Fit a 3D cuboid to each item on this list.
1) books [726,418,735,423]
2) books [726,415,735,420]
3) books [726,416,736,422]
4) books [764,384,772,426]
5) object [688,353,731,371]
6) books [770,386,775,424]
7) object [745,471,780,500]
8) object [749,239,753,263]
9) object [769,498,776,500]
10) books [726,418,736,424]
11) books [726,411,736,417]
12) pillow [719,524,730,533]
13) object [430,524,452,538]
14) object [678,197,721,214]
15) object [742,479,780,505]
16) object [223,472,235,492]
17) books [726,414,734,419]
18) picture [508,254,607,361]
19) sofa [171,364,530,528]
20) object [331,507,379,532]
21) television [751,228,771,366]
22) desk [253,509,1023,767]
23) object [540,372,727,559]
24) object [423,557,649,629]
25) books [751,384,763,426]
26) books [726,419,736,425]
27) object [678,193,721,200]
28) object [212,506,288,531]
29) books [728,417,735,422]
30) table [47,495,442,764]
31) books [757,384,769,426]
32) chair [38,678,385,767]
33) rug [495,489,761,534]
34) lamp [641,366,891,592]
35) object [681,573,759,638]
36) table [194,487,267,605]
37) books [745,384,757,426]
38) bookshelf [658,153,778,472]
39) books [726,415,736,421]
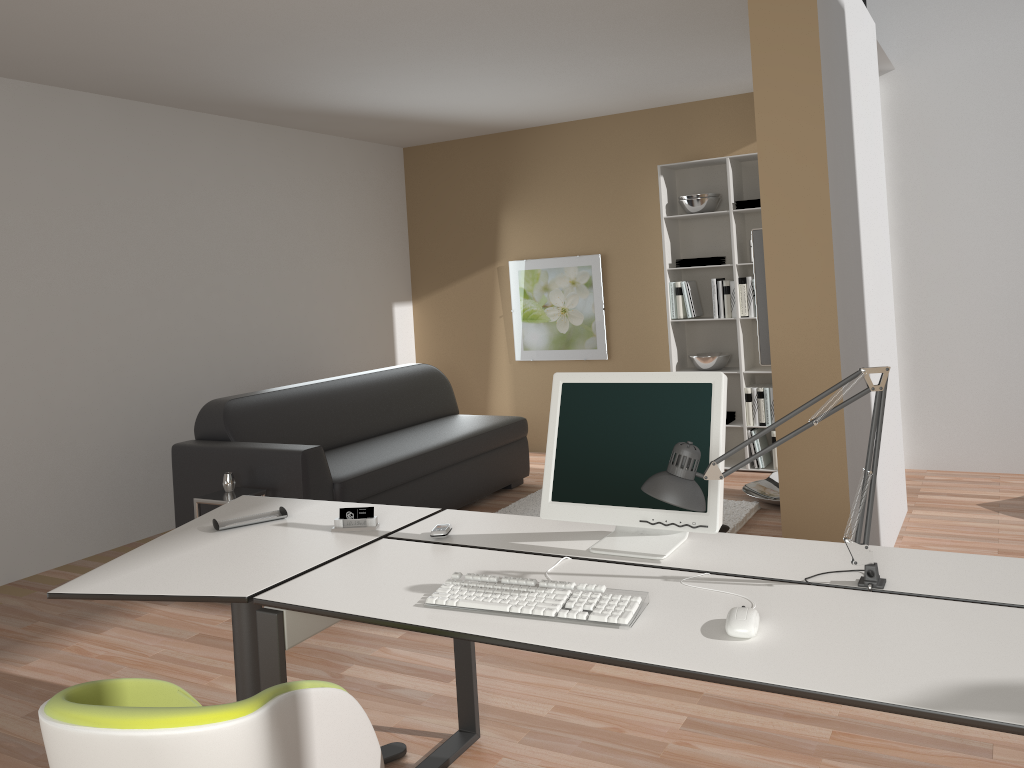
[{"bbox_3d":[1.407,0.254,6.231,0.296,0.006,0.212,0,7,29],"label":"books"},{"bbox_3d":[1.405,0.232,6.230,0.297,0.006,0.212,0,7,31],"label":"books"},{"bbox_3d":[1.408,0.243,6.230,0.296,0.006,0.212,0,7,29],"label":"books"},{"bbox_3d":[1.766,0.142,6.004,0.040,0.258,0.209,-4,2,30],"label":"books"},{"bbox_3d":[1.406,-0.155,6.244,0.299,0.106,0.300,-4,6,-5],"label":"object"},{"bbox_3d":[1.803,0.142,5.984,0.040,0.258,0.209,-4,2,30],"label":"books"},{"bbox_3d":[1.670,0.619,5.200,0.344,0.096,0.499,-7,7,-30],"label":"object"},{"bbox_3d":[1.671,-0.909,6.015,0.093,0.162,0.094,-2,2,44],"label":"object"},{"bbox_3d":[1.721,0.629,5.188,0.342,0.096,0.503,0,7,29],"label":"object"},{"bbox_3d":[1.408,0.260,6.231,0.296,0.006,0.212,0,7,29],"label":"books"},{"bbox_3d":[1.408,0.211,6.229,0.296,0.006,0.212,0,7,29],"label":"books"},{"bbox_3d":[0.659,0.721,4.385,0.585,0.209,0.609,-7,7,-35],"label":"pillow"},{"bbox_3d":[-0.193,0.402,2.404,0.047,0.021,0.085,-3,6,9],"label":"object"},{"bbox_3d":[1.338,-1.257,6.256,0.299,0.106,0.300,-4,6,-5],"label":"object"},{"bbox_3d":[1.661,0.649,5.190,0.584,0.063,0.589,-3,6,4],"label":"object"},{"bbox_3d":[-1.351,0.468,4.199,0.057,0.086,0.057,-4,2,0],"label":"object"},{"bbox_3d":[1.407,0.221,6.234,0.296,0.008,0.212,0,7,29],"label":"books"},{"bbox_3d":[0.354,-0.595,6.992,0.814,0.816,0.019,-2,0,29],"label":"picture"},{"bbox_3d":[-0.808,0.394,5.329,0.949,0.833,2.275,-2,6,29],"label":"sofa"},{"bbox_3d":[-0.454,0.390,2.544,0.130,0.055,0.049,-3,3,5],"label":"object"},{"bbox_3d":[1.335,-0.439,4.201,0.054,0.577,1.183,-4,4,30],"label":"television"},{"bbox_3d":[0.323,0.780,1.963,1.597,0.686,0.810,-1,5,29],"label":"desk"},{"bbox_3d":[0.307,0.190,2.224,0.465,0.431,0.198,-2,1,29],"label":"object"},{"bbox_3d":[0.098,0.456,1.961,0.455,0.079,0.390,-1,7,24],"label":"object"},{"bbox_3d":[1.695,0.142,6.046,0.040,0.258,0.209,-4,2,30],"label":"books"},{"bbox_3d":[1.407,0.265,6.230,0.296,0.007,0.212,0,7,29],"label":"books"},{"bbox_3d":[1.336,-1.284,6.256,0.299,0.106,0.300,-4,6,-5],"label":"object"},{"bbox_3d":[-0.797,0.409,2.680,0.217,0.030,0.089,-7,7,-30],"label":"object"},{"bbox_3d":[1.405,0.248,6.232,0.296,0.007,0.212,0,7,28],"label":"books"},{"bbox_3d":[-0.764,0.790,2.477,0.808,0.687,0.932,-2,4,27],"label":"table"},{"bbox_3d":[1.730,0.142,6.023,0.040,0.258,0.209,-4,2,30],"label":"books"},{"bbox_3d":[-0.464,0.828,1.491,0.621,0.809,0.600,-3,2,5],"label":"chair"},{"bbox_3d":[0.323,0.824,4.533,1.446,0.045,2.040,0,7,29],"label":"rug"},{"bbox_3d":[0.542,0.241,1.870,0.540,0.529,0.140,-4,0,-6],"label":"lamp"},{"bbox_3d":[0.423,0.454,1.794,0.140,0.079,0.373,-3,6,8],"label":"object"},{"bbox_3d":[-1.310,0.751,4.139,0.226,0.469,0.239,-3,1,30],"label":"table"},{"bbox_3d":[1.655,0.143,6.061,0.040,0.258,0.209,-4,2,30],"label":"books"},{"bbox_3d":[1.631,-0.502,6.119,1.036,2.142,0.334,-3,0,29],"label":"bookshelf"},{"bbox_3d":[1.408,0.238,6.230,0.296,0.006,0.212,0,7,29],"label":"books"}]
